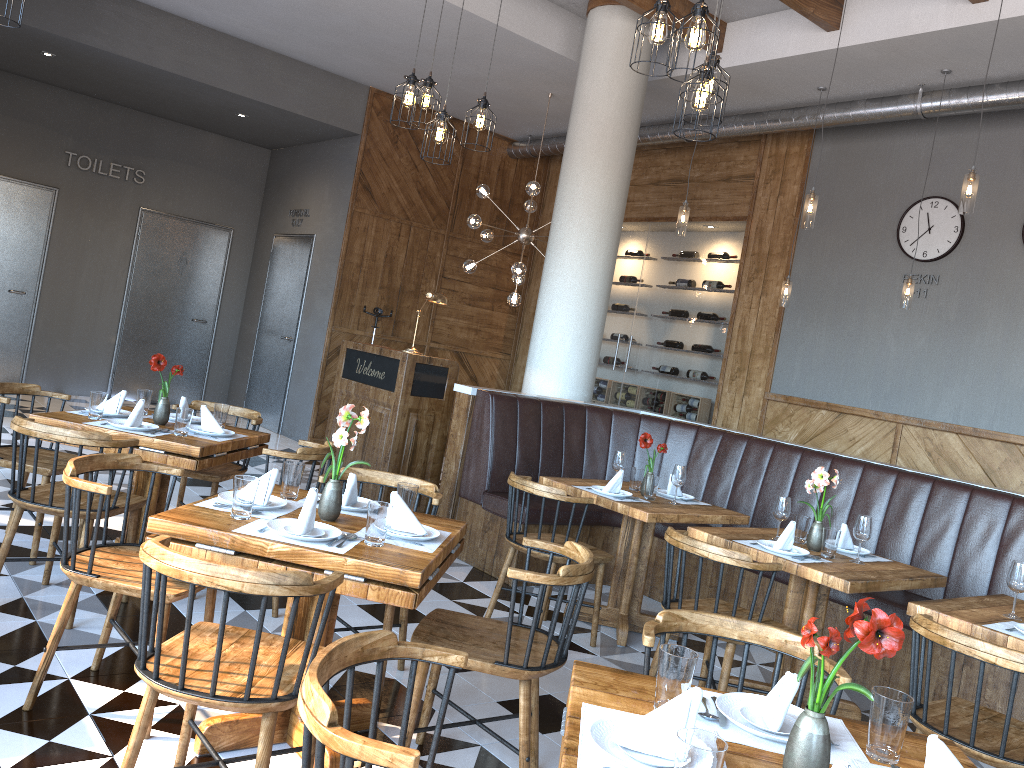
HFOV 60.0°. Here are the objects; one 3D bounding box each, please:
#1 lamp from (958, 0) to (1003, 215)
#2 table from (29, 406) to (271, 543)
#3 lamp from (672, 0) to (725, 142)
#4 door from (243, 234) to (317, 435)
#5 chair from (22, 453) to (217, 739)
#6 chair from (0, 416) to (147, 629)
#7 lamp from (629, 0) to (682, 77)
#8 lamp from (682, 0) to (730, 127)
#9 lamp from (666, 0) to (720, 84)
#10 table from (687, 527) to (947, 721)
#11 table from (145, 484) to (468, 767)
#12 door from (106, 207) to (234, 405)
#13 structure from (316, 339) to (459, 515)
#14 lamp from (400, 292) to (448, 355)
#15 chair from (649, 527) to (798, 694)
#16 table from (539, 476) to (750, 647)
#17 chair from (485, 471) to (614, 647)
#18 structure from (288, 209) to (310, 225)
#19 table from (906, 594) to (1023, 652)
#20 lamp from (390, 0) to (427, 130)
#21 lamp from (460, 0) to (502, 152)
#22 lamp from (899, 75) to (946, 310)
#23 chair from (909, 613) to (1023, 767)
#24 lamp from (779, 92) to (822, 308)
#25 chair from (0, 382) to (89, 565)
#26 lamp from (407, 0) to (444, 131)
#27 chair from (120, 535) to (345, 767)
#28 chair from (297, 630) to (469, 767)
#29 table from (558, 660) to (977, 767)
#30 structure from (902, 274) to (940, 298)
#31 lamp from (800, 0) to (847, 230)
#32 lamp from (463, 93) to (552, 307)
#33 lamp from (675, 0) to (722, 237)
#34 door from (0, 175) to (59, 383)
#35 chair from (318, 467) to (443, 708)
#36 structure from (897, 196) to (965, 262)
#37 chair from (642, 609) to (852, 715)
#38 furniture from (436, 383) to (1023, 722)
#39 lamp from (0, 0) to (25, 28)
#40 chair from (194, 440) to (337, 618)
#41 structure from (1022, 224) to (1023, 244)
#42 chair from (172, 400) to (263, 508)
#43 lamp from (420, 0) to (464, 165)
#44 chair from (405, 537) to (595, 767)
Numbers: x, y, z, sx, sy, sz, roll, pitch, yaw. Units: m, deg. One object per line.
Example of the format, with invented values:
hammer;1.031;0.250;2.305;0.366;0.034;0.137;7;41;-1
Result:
lamp;2.684;-1.912;4.915;0.078;1.964;0.078;10;0;-4
table;-1.855;0.582;4.504;0.865;0.764;0.864;10;1;6
lamp;0.943;-2.058;3.711;0.175;2.071;0.174;10;0;34
door;-2.899;-0.669;10.881;0.114;2.394;1.211;10;0;-39
chair;-1.321;0.701;3.099;0.550;0.817;0.519;10;0;6
chair;-1.925;0.566;3.864;0.520;0.817;0.549;10;0;6
lamp;0.757;-2.324;3.678;0.175;2.071;0.174;10;0;34
lamp;1.020;-2.185;3.927;0.175;2.071;0.175;10;0;1
lamp;0.880;-2.238;3.519;0.175;2.071;0.174;10;0;23
table;1.359;1.161;4.158;0.847;0.764;0.853;9;1;-39
table;-0.697;0.841;3.036;0.865;0.764;0.864;10;1;6
door;-4.311;-0.931;11.251;1.202;2.394;0.115;10;0;-39
structure;-0.922;0.388;6.811;0.643;1.300;1.049;10;1;-39
lamp;-0.669;-0.323;6.564;0.170;0.757;0.444;10;0;26
chair;0.874;1.063;3.768;0.548;0.817;0.521;10;1;-39
table;0.679;1.009;5.019;0.847;0.764;0.853;9;1;-39
chair;0.195;0.911;4.628;0.548;0.817;0.521;10;1;-39
structure;-2.615;-2.044;10.865;0.025;0.197;0.567;10;1;-39
table;2.030;1.311;3.306;0.847;0.764;0.853;9;1;-39
lamp;-0.451;-2.536;5.196;0.175;2.071;0.175;10;0;-6
lamp;-0.037;-2.421;5.267;0.174;2.071;0.175;10;0;-29
lamp;3.113;-1.530;6.639;0.078;1.964;0.078;10;0;37
chair;1.552;1.215;2.907;0.548;0.817;0.521;10;1;-39
lamp;2.455;-1.617;7.460;0.078;1.964;0.078;10;0;-7
chair;-2.486;0.441;4.576;0.550;0.817;0.519;10;0;6
lamp;-0.371;-2.586;5.392;0.175;2.071;0.175;10;0;5
chair;-0.760;0.827;2.387;0.520;0.817;0.549;10;0;6
chair;-0.176;0.957;1.646;0.550;0.817;0.519;10;0;6
table;0.448;1.097;1.583;0.865;0.764;0.864;10;1;6
structure;3.455;-0.830;7.510;0.021;0.197;0.307;10;1;-39
lamp;2.060;-1.965;5.687;0.078;1.964;0.078;10;0;37
lamp;0.200;-1.861;8.963;1.188;2.192;1.159;10;0;12
lamp;1.403;-2.052;6.508;0.078;1.964;0.078;10;0;-7
door;-5.935;-1.168;9.931;1.202;2.394;0.115;10;0;-39
chair;-0.620;0.804;3.668;0.520;0.817;0.549;10;0;6
structure;3.536;-1.309;7.497;0.046;0.560;0.563;10;1;-39
chair;0.525;1.060;2.216;0.520;0.817;0.549;10;0;6
furniture;2.265;1.123;4.191;1.911;1.150;6.613;9;2;-39
lamp;-2.037;-2.587;3.821;0.174;2.071;0.175;10;0;-26
chair;-1.224;0.669;4.433;0.550;0.817;0.519;10;0;6
structure;4.166;-1.169;6.698;0.046;0.560;0.563;10;1;-39
chair;-1.805;0.539;5.156;0.520;0.817;0.549;10;0;6
lamp;-0.270;-2.327;5.208;0.175;2.071;0.175;10;0;5
chair;-0.059;0.929;2.956;0.550;0.817;0.519;10;0;6
